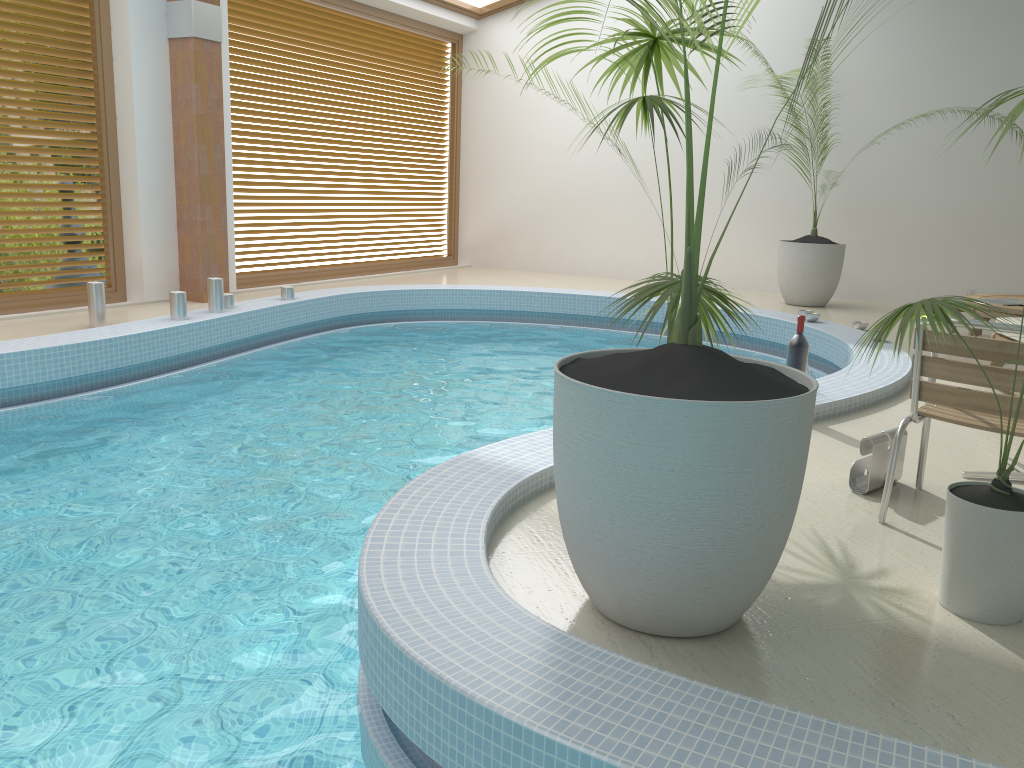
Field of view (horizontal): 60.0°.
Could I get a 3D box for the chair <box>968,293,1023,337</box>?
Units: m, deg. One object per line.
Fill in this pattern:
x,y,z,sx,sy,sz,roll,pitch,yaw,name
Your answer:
4.486,-0.613,6.522,1.903,0.866,0.861,0,13,-9,chair

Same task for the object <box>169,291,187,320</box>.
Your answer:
-2.379,-0.559,6.323,0.115,0.194,0.115,-3,13,-21,object

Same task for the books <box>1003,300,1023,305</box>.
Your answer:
2.032,-0.307,3.393,0.241,0.004,0.166,-3,13,-20,books

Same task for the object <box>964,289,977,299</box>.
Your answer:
3.831,-0.724,7.412,0.102,0.137,0.102,14,17,42,object

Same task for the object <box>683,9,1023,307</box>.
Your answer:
3.212,-2.236,8.758,2.979,2.960,2.729,1,13,-7,object

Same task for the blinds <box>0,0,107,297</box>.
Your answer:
-4.467,-1.845,5.758,0.095,2.921,4.200,9,14,28,blinds

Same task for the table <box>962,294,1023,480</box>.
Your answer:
2.129,0.045,3.511,0.700,0.720,0.700,-9,17,-41,table

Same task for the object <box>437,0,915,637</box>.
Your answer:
0.534,-0.888,2.263,2.729,2.960,2.979,-10,17,-43,object

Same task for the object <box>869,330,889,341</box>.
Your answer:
2.694,-0.351,6.515,0.140,0.069,0.140,2,13,-2,object

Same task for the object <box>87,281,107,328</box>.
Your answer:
-2.965,-0.566,6.334,0.115,0.320,0.115,-1,13,-12,object

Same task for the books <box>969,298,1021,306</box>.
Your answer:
1.930,-0.319,3.448,0.241,0.004,0.166,-3,13,-20,books

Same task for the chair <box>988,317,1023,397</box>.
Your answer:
3.807,-0.278,4.902,1.903,0.866,0.861,4,13,7,chair

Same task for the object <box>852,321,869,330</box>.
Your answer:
2.965,-0.492,7.558,0.140,0.069,0.140,2,13,-2,object

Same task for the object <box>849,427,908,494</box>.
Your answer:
1.419,0.290,3.436,0.272,0.223,0.081,-9,17,-40,object

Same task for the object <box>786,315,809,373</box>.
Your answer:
1.436,-0.131,4.468,0.109,0.435,0.109,-4,14,-26,object

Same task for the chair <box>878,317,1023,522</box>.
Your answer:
1.672,0.128,3.019,0.618,0.727,0.563,13,16,40,chair

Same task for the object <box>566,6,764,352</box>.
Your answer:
0.520,-0.437,3.168,0.791,1.695,1.059,6,13,15,object

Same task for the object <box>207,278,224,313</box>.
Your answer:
-2.244,-0.673,6.720,0.115,0.254,0.115,-3,13,-21,object

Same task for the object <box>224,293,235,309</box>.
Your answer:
-2.240,-0.653,6.969,0.115,0.107,0.115,-1,13,-12,object

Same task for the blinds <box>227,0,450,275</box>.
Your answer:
-1.967,-2.745,10.215,0.095,2.921,4.414,9,14,28,blinds

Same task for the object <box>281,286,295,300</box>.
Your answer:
-1.919,-0.779,7.588,0.115,0.107,0.115,-1,13,-12,object

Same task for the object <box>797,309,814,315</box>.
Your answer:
2.502,-0.592,7.568,0.140,0.069,0.140,2,13,-2,object

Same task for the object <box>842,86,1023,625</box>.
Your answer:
1.413,-0.201,2.258,0.791,1.695,1.059,-4,14,-25,object

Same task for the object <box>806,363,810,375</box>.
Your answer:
1.559,-0.046,4.799,0.102,0.137,0.102,11,16,36,object

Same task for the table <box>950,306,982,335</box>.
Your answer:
3.877,-0.512,7.371,0.283,0.255,0.320,0,13,-9,table

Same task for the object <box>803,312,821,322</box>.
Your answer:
2.497,-0.553,7.389,0.140,0.069,0.140,2,13,-2,object
